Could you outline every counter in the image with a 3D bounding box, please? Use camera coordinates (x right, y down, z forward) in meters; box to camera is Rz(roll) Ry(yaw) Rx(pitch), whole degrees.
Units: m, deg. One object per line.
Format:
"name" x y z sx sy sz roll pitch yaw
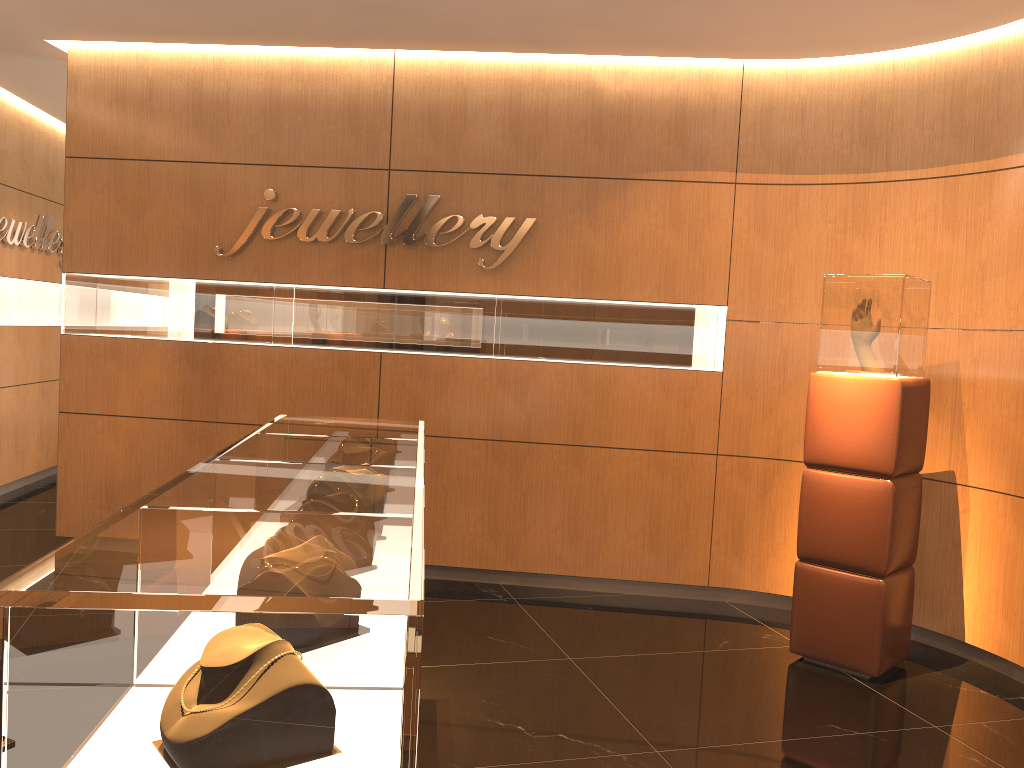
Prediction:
"counter" -0.579 0.805 2.525 0.615 1.173 2.514 3 3 -6

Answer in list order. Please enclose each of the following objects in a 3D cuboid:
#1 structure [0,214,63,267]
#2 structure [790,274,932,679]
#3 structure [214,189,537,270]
"structure" -4.187 -1.280 7.721 0.034 0.442 2.050 3 3 -6
"structure" 1.816 0.453 4.587 0.498 2.000 0.484 6 4 42
"structure" -0.872 -0.976 5.570 2.050 0.442 0.034 3 3 5
